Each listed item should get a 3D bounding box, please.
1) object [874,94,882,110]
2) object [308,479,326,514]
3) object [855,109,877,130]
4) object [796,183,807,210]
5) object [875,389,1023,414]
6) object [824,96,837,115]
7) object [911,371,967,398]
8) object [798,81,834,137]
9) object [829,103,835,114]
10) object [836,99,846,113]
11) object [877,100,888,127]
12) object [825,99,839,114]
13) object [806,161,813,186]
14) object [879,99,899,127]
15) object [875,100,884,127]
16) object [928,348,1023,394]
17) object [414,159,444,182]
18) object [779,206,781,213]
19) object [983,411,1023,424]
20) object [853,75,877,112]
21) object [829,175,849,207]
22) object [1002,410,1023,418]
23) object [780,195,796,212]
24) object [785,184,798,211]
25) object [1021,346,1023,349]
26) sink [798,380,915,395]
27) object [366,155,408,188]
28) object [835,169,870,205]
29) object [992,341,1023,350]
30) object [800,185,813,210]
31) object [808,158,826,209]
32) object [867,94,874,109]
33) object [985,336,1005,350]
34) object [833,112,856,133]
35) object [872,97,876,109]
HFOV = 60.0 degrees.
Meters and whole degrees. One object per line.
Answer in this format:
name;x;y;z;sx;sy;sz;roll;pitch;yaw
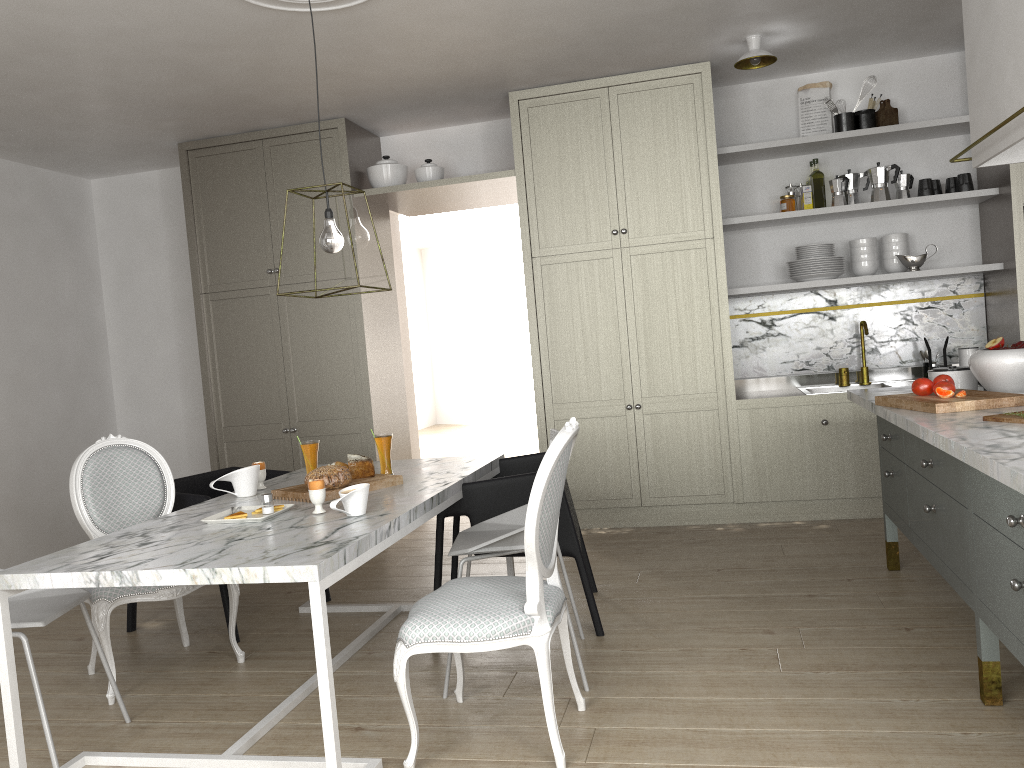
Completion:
object;1.905;-1.426;4.681;0.106;0.191;0.016;-4;3;23
object;-0.575;0.329;2.621;0.050;0.101;0.050;-4;3;20
object;1.868;-1.377;4.696;0.112;0.128;0.112;-5;2;-3
object;1.583;-1.009;4.843;0.059;0.172;0.059;-3;3;40
object;1.367;0.051;2.776;0.290;0.030;0.400;-5;2;-2
object;1.691;-1.443;4.675;0.085;0.148;0.050;-4;3;15
object;1.349;0.000;2.781;0.135;0.079;0.194;-5;2;2
object;1.648;-1.462;4.805;0.183;0.327;0.074;-4;3;22
object;1.747;-1.408;4.723;0.098;0.199;0.059;-3;3;32
object;1.769;-1.453;4.733;0.050;0.148;0.085;-6;3;-15
object;1.982;-1.414;4.687;0.092;0.183;0.038;-4;3;23
object;1.720;-1.400;4.645;0.132;0.185;0.039;-5;2;4
object;1.642;-1.068;4.818;0.066;0.282;0.066;-5;2;3
object;1.987;-1.414;4.677;0.092;0.183;0.038;-4;3;23
object;1.970;-1.415;4.708;0.092;0.185;0.023;-4;3;23
object;1.666;-0.048;3.001;0.364;0.156;0.491;-5;3;-10
object;-0.473;-1.207;5.085;0.174;0.161;0.176;-4;3;18
object;1.487;-0.957;4.869;0.046;0.084;0.046;-3;3;40
object;1.387;0.084;2.208;0.220;0.012;0.330;-6;3;-17
object;1.827;-1.501;4.607;0.135;0.187;0.070;-4;3;16
object;1.699;-1.005;4.615;0.087;0.167;0.138;-5;3;9
object;1.348;0.066;2.212;0.116;0.058;0.224;-7;3;-41
object;1.483;-0.961;4.769;0.078;0.101;0.078;-6;3;-31
object;1.521;-1.002;4.823;0.059;0.172;0.059;-6;3;-14
object;1.675;-0.114;2.846;0.071;0.091;0.167;-3;3;38
sink;1.975;0.091;4.621;0.877;0.174;0.475;-4;3;13
object;-0.721;-1.215;5.142;0.241;0.214;0.243;-4;3;18
object;1.820;-1.043;4.734;0.111;0.212;0.175;-7;3;-41
object;1.636;-0.100;2.889;0.135;0.074;0.154;-5;3;9
object;1.586;-0.990;4.775;0.044;0.141;0.077;-5;3;8
object;1.625;-1.063;4.738;0.082;0.282;0.089;-5;3;8
object;1.875;-1.416;4.662;0.023;0.201;0.083;-6;3;-21
object;1.606;-0.133;2.951;0.054;0.048;0.061;-6;3;-23
object;1.758;-1.361;4.680;0.108;0.118;0.108;-5;2;4
object;1.899;-1.418;4.699;0.079;0.202;0.023;-5;3;-7
